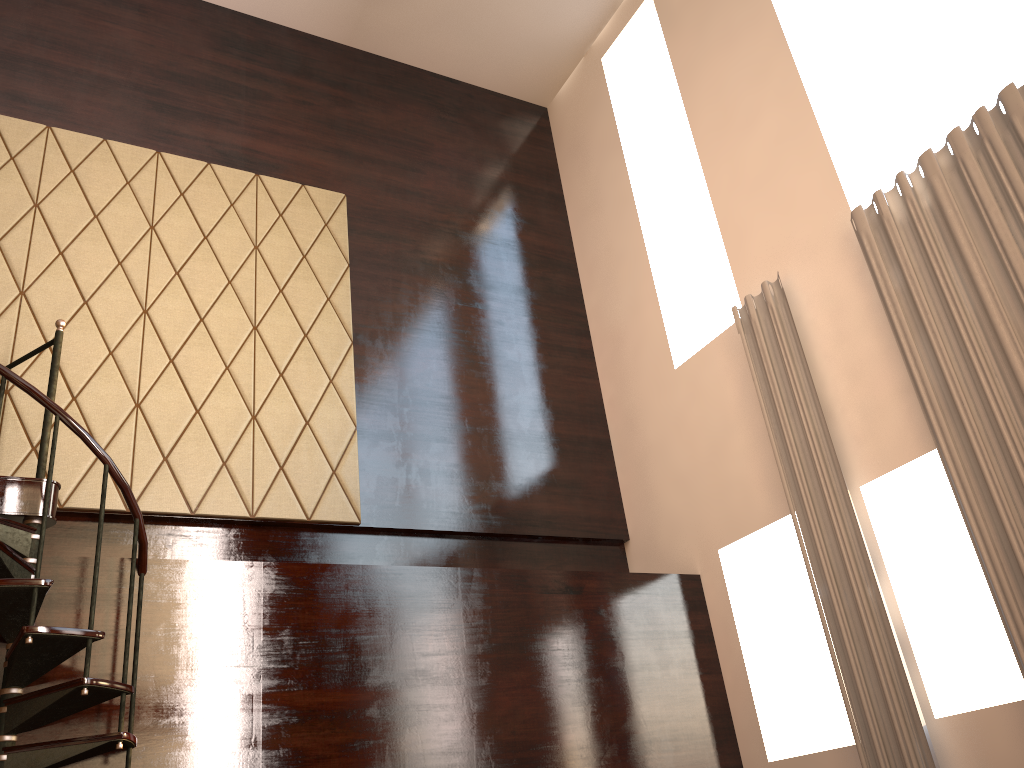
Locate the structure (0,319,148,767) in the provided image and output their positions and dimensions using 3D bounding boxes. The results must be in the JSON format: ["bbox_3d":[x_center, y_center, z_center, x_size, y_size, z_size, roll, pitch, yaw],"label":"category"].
[{"bbox_3d":[-2.023,-0.176,0.901,3.750,3.189,6.107,8,-31,-28],"label":"structure"}]

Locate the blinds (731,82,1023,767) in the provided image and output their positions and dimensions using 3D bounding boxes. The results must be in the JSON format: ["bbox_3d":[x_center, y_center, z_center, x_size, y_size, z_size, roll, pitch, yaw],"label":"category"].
[{"bbox_3d":[2.581,-0.017,2.541,0.108,3.403,4.683,8,-31,-28],"label":"blinds"}]
